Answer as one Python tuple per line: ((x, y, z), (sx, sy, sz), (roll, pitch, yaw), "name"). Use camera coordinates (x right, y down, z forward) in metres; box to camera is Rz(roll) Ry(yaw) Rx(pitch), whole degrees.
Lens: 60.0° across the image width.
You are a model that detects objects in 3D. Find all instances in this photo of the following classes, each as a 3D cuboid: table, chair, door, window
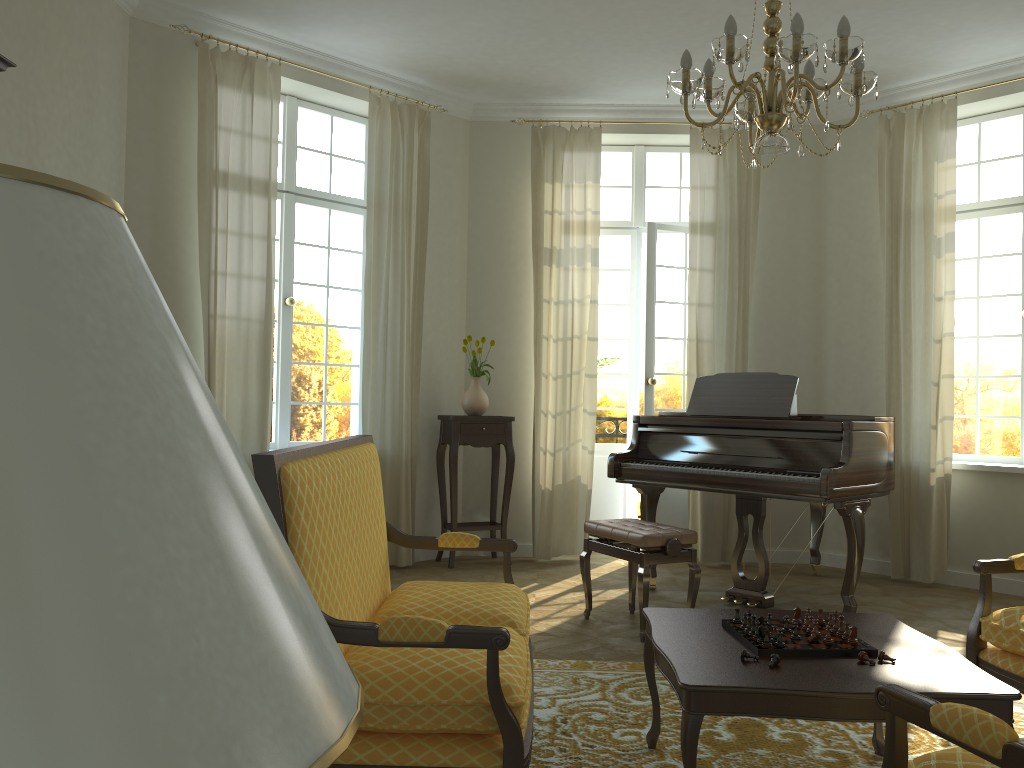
((0.891, 1.050, 2.738), (0.922, 0.494, 0.932), (1, -1, 3), "table")
((-0.270, 0.727, 2.713), (0.680, 1.083, 1.389), (1, -1, 1), "chair")
((0.696, 1.059, 4.897), (0.385, 0.563, 0.638), (2, -1, -28), "chair")
((1.021, 0.051, 7.197), (1.385, 2.690, 0.425), (1, -1, 2), "door")
((-0.285, 0.800, 6.754), (0.522, 1.114, 0.344), (2, -1, -23), "table")
((1.966, 0.774, 2.835), (0.671, 1.083, 0.730), (1, -1, -14), "chair")
((3.630, -0.699, 6.207), (0.181, 2.550, 1.400), (2, -2, -43), "window")
((-1.607, -0.800, 6.346), (1.400, 2.550, 0.181), (2, -2, -43), "window")
((1.059, -1.649, 7.419), (1.380, 0.680, 0.055), (1, -1, 2), "window")
((1.106, 0.728, 1.530), (0.730, 1.083, 0.671), (2, -1, -17), "chair")

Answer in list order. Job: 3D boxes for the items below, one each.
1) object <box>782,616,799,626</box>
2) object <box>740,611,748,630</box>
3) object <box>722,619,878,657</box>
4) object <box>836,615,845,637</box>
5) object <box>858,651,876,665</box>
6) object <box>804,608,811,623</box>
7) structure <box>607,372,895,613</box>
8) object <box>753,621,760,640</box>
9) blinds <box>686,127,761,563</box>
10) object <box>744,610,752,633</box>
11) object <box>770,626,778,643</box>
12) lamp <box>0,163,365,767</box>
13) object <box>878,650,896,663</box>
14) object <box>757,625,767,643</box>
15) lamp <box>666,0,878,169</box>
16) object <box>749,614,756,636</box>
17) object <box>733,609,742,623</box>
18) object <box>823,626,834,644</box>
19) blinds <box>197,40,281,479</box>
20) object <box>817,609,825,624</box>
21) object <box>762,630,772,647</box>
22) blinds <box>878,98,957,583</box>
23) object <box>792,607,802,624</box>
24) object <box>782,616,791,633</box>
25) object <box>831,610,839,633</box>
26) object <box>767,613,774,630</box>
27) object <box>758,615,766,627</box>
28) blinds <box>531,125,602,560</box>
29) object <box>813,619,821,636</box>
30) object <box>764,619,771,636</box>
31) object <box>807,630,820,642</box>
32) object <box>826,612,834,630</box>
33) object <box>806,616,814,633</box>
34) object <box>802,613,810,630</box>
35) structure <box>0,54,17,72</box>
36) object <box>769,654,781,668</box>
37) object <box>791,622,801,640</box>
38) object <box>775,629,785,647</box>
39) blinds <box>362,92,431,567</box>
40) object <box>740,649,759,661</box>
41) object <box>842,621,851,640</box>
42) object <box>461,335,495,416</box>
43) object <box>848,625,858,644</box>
((0.905, 0.770, 2.879), (0.030, 0.030, 0.052), (2, -2, -37), "object")
((0.745, 0.754, 2.834), (0.030, 0.055, 0.030), (2, -2, -41), "object")
((0.888, 0.793, 2.782), (0.360, 0.021, 0.360), (1, -1, -3), "object")
((1.030, 0.754, 2.772), (0.030, 0.064, 0.030), (2, -2, -41), "object")
((1.021, 0.786, 2.545), (0.030, 0.030, 0.052), (2, -1, -32), "object")
((0.980, 0.764, 2.929), (0.030, 0.050, 0.030), (2, -2, -41), "object")
((1.799, 0.662, 5.794), (1.856, 1.439, 1.514), (2, -2, -43), "structure")
((0.753, 0.752, 2.715), (0.030, 0.055, 0.030), (2, -2, -41), "object")
((1.636, -0.312, 6.863), (0.554, 3.386, 0.162), (1, -1, -4), "blinds")
((0.748, 0.746, 2.795), (0.030, 0.069, 0.030), (2, -2, -41), "object")
((0.795, 0.755, 2.677), (0.030, 0.050, 0.030), (2, -2, -41), "object")
((-0.190, 0.196, 0.275), (0.280, 0.515, 0.280), (1, -1, -8), "lamp")
((1.083, 0.787, 2.560), (0.047, 0.030, 0.030), (0, -2, 39), "object")
((0.755, 0.752, 2.675), (0.030, 0.052, 0.030), (2, -2, -41), "object")
((0.945, -1.560, 3.204), (0.661, 1.466, 0.662), (2, -1, -29), "lamp")
((0.750, 0.748, 2.755), (0.030, 0.064, 0.030), (2, -2, -41), "object")
((0.740, 0.762, 2.914), (0.030, 0.044, 0.030), (2, -2, -41), "object")
((0.959, 0.758, 2.687), (0.030, 0.050, 0.030), (2, -2, -41), "object")
((-1.730, -0.407, 5.556), (0.554, 3.385, 0.162), (2, -2, -38), "blinds")
((1.020, 0.767, 2.931), (0.030, 0.044, 0.030), (2, -2, -41), "object")
((0.758, 0.756, 2.635), (0.030, 0.044, 0.030), (2, -2, -41), "object")
((2.848, -0.301, 6.304), (0.162, 3.384, 0.554), (2, -2, -38), "blinds")
((0.940, 0.762, 2.926), (0.030, 0.052, 0.030), (2, -2, -41), "object")
((0.867, 0.759, 2.800), (0.030, 0.050, 0.030), (2, -2, -41), "object")
((1.027, 0.752, 2.812), (0.030, 0.069, 0.030), (2, -2, -41), "object")
((0.824, 0.759, 2.838), (0.030, 0.050, 0.030), (2, -2, -41), "object")
((0.789, 0.756, 2.797), (0.030, 0.052, 0.030), (1, -1, 19), "object")
((0.394, -0.330, 6.945), (0.552, 3.386, 0.159), (1, -1, -1), "blinds")
((0.949, 0.760, 2.769), (0.030, 0.050, 0.030), (2, -2, -41), "object")
((0.790, 0.756, 2.757), (0.030, 0.050, 0.030), (2, -2, -41), "object")
((0.913, 0.767, 2.698), (0.052, 0.030, 0.030), (2, -2, -42), "object")
((1.025, 0.760, 2.851), (0.030, 0.055, 0.030), (2, -2, -41), "object")
((0.948, 0.760, 2.806), (0.030, 0.050, 0.030), (2, -2, -41), "object")
((0.947, 0.761, 2.844), (0.030, 0.050, 0.030), (2, -2, -41), "object")
((-2.077, 0.011, 2.842), (0.521, 2.458, 0.715), (1, -1, 2), "structure")
((0.737, 0.780, 2.498), (0.030, 0.030, 0.052), (0, -1, 29), "object")
((0.871, 0.757, 2.722), (0.030, 0.050, 0.030), (2, -2, -41), "object")
((0.797, 0.754, 2.637), (0.030, 0.050, 0.030), (2, -2, -41), "object")
((-0.863, -0.369, 6.447), (0.552, 3.381, 0.159), (2, -2, -40), "blinds")
((0.685, 0.780, 2.556), (0.052, 0.030, 0.030), (1, -1, 12), "object")
((1.032, 0.758, 2.732), (0.030, 0.055, 0.030), (2, -2, -41), "object")
((-0.270, -0.061, 6.770), (0.242, 0.609, 0.264), (1, -1, 26), "object")
((1.035, 0.758, 2.692), (0.030, 0.052, 0.030), (2, -2, -41), "object")
